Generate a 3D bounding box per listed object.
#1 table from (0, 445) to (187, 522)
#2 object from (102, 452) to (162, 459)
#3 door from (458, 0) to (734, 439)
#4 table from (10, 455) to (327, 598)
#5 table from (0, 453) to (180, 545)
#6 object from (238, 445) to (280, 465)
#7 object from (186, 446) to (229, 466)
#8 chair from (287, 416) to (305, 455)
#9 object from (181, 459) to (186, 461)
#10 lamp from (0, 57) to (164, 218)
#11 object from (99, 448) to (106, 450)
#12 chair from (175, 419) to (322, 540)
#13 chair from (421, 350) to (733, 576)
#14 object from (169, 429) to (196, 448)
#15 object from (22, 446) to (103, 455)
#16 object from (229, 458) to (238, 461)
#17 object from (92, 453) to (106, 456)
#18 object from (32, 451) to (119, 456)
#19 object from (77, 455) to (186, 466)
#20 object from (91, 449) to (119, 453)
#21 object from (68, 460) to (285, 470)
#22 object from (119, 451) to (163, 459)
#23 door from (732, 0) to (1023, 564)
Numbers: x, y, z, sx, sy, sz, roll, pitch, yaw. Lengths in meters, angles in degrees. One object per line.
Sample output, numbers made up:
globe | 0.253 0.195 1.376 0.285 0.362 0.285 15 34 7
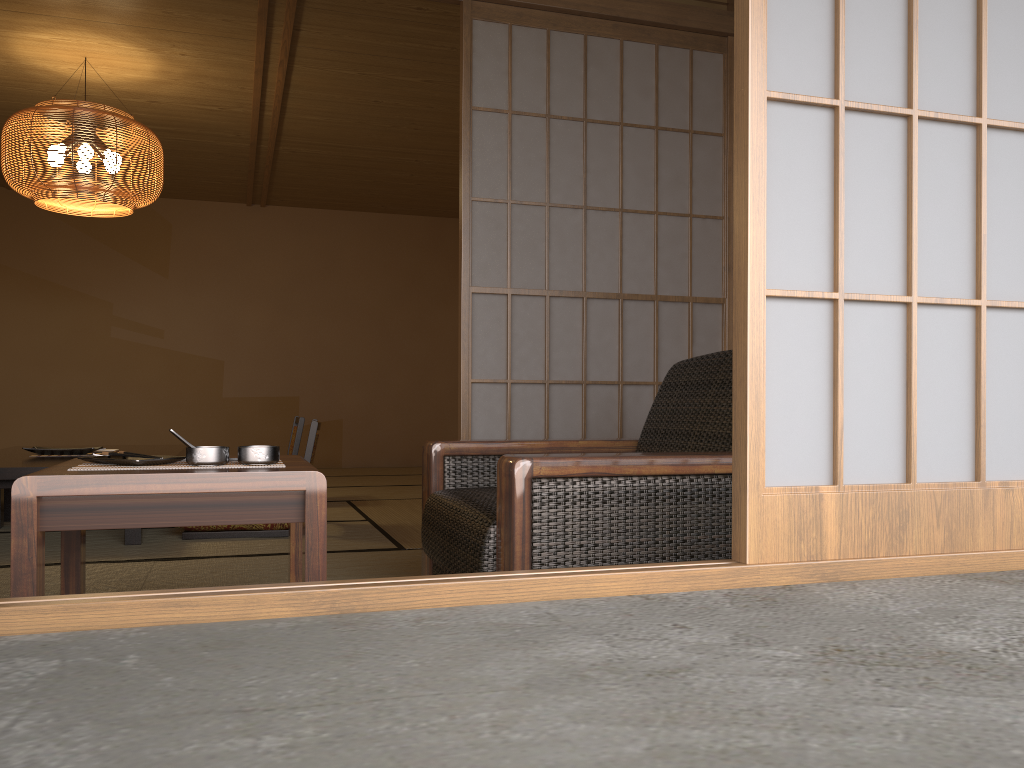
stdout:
table | -2.423 0.555 5.121 0.995 0.356 0.995 1 -1 -17
object | -0.783 0.147 1.825 0.230 0.007 0.006 -1 -1 38
door | 0.306 -0.270 3.014 0.992 1.934 0.040 0 0 -17
table | -0.694 0.418 1.877 0.540 0.500 0.540 1 -1 -17
table | -2.125 0.535 4.172 0.995 0.356 0.995 1 -1 -17
object | -0.527 0.148 1.845 0.084 0.037 0.084 0 -1 11
object | -0.622 0.147 1.813 0.084 0.037 0.084 1 -1 -26
chair | -1.613 0.470 5.400 0.699 0.546 0.582 1 -1 -18
object | -0.661 0.166 1.962 0.230 0.007 0.006 1 -1 -28
lamp | -2.316 -1.366 4.814 0.798 0.825 0.798 0 -1 6
object | -2.215 0.355 4.777 0.050 0.018 0.015 1 -1 -20
chair | -1.283 0.448 4.364 0.687 0.546 0.582 0 -1 -13
chair | 0.286 0.295 2.223 0.943 0.779 0.872 1 -1 -17
object | -0.637 0.124 1.793 0.038 0.068 0.117 0 -1 38
object | -2.302 0.342 4.549 0.349 0.039 0.129 0 -1 -4
object | -0.622 0.155 1.932 0.130 0.026 0.038 1 -1 -33
object | -0.874 0.157 1.905 0.050 0.018 0.015 1 -1 -31
object | -2.265 0.365 4.648 0.401 0.003 0.398 1 -1 -17
object | -0.782 0.158 1.830 0.181 0.015 0.131 0 -1 28
object | -2.217 0.360 4.762 0.180 0.014 0.130 1 -1 -15
object | -0.694 0.168 1.878 0.401 0.003 0.300 1 -1 -17
object | -0.774 0.147 1.846 0.006 0.007 0.230 1 -1 -43
door | 0.805 -0.674 1.427 0.992 1.873 0.040 0 0 -17
